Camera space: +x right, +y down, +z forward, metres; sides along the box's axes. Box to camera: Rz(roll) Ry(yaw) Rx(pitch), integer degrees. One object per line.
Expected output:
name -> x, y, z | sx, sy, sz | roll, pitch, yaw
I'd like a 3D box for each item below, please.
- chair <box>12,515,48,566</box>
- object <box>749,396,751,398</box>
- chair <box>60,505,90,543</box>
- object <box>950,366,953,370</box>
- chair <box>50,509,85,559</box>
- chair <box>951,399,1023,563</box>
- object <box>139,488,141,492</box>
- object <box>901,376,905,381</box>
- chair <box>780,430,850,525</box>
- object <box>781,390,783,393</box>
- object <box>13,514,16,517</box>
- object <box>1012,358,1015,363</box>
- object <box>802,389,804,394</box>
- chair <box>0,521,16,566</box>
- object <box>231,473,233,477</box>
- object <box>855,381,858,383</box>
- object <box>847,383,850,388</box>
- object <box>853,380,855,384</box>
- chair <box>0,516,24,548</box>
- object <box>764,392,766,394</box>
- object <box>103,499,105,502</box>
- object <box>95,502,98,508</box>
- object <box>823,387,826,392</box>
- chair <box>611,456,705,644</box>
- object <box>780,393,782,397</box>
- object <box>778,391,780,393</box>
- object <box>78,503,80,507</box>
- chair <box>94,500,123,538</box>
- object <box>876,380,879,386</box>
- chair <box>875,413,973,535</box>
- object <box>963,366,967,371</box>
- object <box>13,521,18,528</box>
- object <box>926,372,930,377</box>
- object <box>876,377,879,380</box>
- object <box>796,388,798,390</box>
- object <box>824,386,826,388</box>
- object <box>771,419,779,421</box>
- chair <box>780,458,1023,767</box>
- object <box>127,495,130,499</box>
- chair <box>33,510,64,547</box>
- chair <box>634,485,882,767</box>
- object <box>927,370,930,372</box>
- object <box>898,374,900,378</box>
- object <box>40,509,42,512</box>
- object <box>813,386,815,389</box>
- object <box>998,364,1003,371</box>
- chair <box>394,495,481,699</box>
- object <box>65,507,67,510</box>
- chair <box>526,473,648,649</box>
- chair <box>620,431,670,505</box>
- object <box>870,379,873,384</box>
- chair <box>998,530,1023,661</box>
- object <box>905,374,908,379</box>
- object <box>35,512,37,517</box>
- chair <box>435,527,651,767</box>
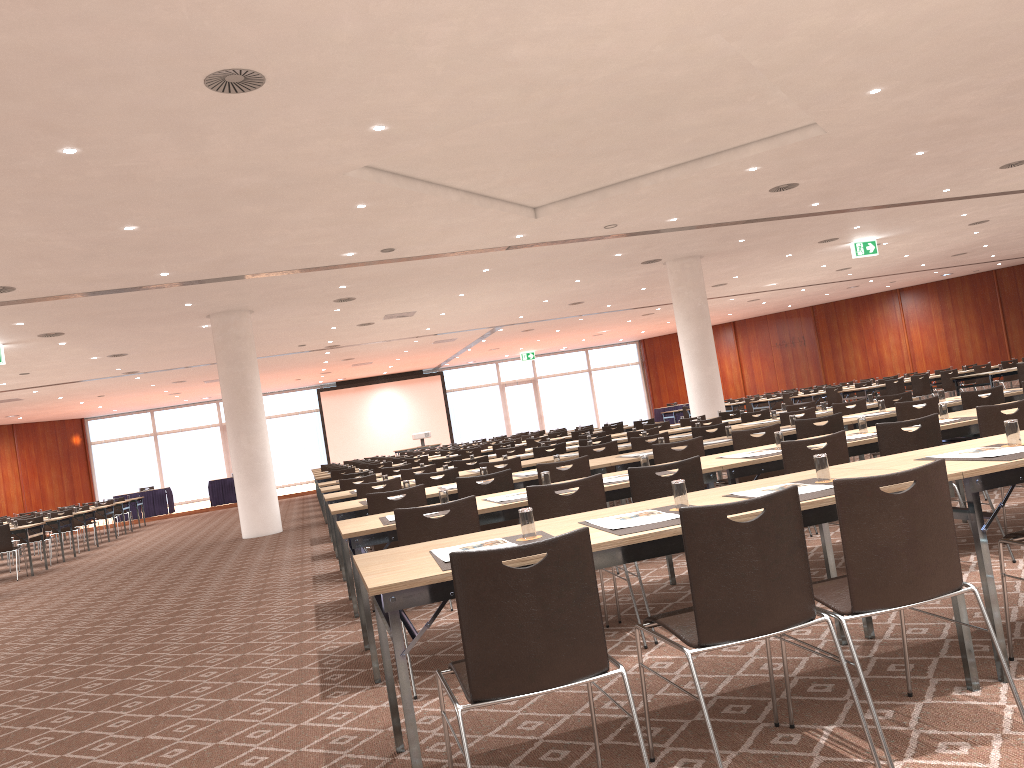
chair -> -9.972, 3.196, 18.262 | 0.535, 0.939, 0.614 | -8, -2, -16
object -> 7.339, 0.417, 27.297 | 0.054, 0.114, 0.054 | -8, -2, -25
chair -> -10.948, 3.518, 22.131 | 0.535, 0.939, 0.614 | -8, -2, -16
object -> 10.901, -0.376, 21.994 | 0.054, 0.114, 0.054 | -10, -2, 20
chair -> -9.344, 3.110, 18.560 | 0.535, 0.939, 0.614 | -8, -2, -16
chair -> 3.077, 0.584, 5.620 | 0.535, 0.939, 0.614 | -8, -2, -15
object -> -11.804, 3.354, 28.113 | 0.054, 0.114, 0.054 | -9, -2, -2
object -> 8.538, -0.116, 19.366 | 0.054, 0.114, 0.054 | -11, -3, 43
chair -> 1.768, 0.776, 5.264 | 0.535, 0.939, 0.614 | -8, -2, -16
object -> 9.067, 0.250, 29.771 | 0.054, 0.114, 0.054 | -11, -3, 43
object -> -13.585, 3.596, 24.216 | 0.054, 0.114, 0.054 | -11, -3, 43
object -> 11.338, -0.530, 20.049 | 0.054, 0.114, 0.054 | -10, -2, 20
object -> 7.634, 0.195, 23.259 | 0.054, 0.114, 0.054 | -8, -2, -25
chair -> -10.593, 3.292, 18.193 | 0.535, 0.939, 0.614 | -8, -2, -14
object -> -9.071, 2.950, 28.782 | 0.054, 0.114, 0.054 | -9, -2, -2
object -> 9.181, -0.033, 23.633 | 0.054, 0.114, 0.054 | -11, -3, 43
object -> 8.085, 0.040, 21.317 | 0.054, 0.114, 0.054 | -11, -3, 43
object -> 9.984, -0.063, 25.885 | 0.054, 0.114, 0.054 | -11, -3, 43
chair -> -12.426, 3.736, 21.770 | 0.535, 0.939, 0.614 | -9, -2, -12
object -> 8.450, 0.341, 29.617 | 0.054, 0.114, 0.054 | -11, -3, 43
object -> -11.393, 3.273, 24.759 | 0.054, 0.114, 0.054 | -8, -2, -25
object -> -9.858, 2.869, 21.027 | 0.054, 0.114, 0.054 | -8, -2, -25
object -> 7.452, 0.133, 21.159 | 0.054, 0.114, 0.054 | -11, -3, 43
chair -> 0.885, 0.908, 5.083 | 0.535, 0.939, 0.614 | -9, -2, -12
object -> 7.007, 0.288, 23.096 | 0.054, 0.114, 0.054 | -8, -2, -25
object -> 8.282, 0.277, 27.515 | 0.054, 0.114, 0.054 | -11, -3, 43
object -> -12.015, 3.365, 24.605 | 0.054, 0.114, 0.054 | -8, -2, -25
chair -> -10.250, 3.421, 22.447 | 0.535, 0.939, 0.614 | -8, -2, -16
object -> 7.915, -0.024, 19.216 | 0.054, 0.114, 0.054 | -11, -3, 43
chair -> 2.425, 0.682, 5.504 | 0.535, 0.939, 0.614 | -9, -2, -13
object -> 10.096, -0.346, 19.760 | 0.054, 0.114, 0.054 | -10, -2, 20
object -> -8.505, 2.402, 15.191 | 0.054, 0.114, 0.054 | -11, -3, 43
object -> 9.161, -0.207, 19.530 | 0.054, 0.114, 0.054 | -11, -3, 43
object -> 9.805, -0.126, 23.779 | 0.054, 0.114, 0.054 | -11, -3, 43
object -> 8.902, 0.186, 27.672 | 0.054, 0.114, 0.054 | -11, -3, 43
object -> 8.262, 0.102, 23.408 | 0.054, 0.114, 0.054 | -8, -2, -25
object -> 3.063, 0.418, 10.322 | 0.102, 0.001, 0.102 | -10, -3, 20
chair -> 1.290, 0.757, 3.092 | 0.535, 0.939, 0.614 | -8, -2, -14
object -> -10.775, 3.182, 24.913 | 0.054, 0.114, 0.054 | -8, -2, -25
chair -> -11.575, 3.614, 22.061 | 0.535, 0.939, 0.614 | -9, -2, -13
chair -> 0.760, 0.837, 2.999 | 0.535, 0.939, 0.614 | -8, -2, -16
object -> 10.270, -0.283, 21.855 | 0.054, 0.114, 0.054 | -10, -2, 20
object -> 10.445, -0.220, 23.941 | 0.054, 0.114, 0.054 | -11, -3, 43
object -> -12.951, 3.503, 24.379 | 0.054, 0.114, 0.054 | -11, -3, 43
object -> 8.727, 0.123, 25.579 | 0.054, 0.114, 0.054 | -11, -3, 43
object -> 8.717, -0.297, 15.827 | 0.054, 0.114, 0.054 | -8, -2, -25
chair -> -0.364, 1.092, 4.778 | 0.535, 0.939, 0.614 | -9, -2, -12
object -> -10.488, 2.961, 20.864 | 0.054, 0.114, 0.054 | -8, -2, -25
chair -> 0.315, 0.990, 4.908 | 0.535, 0.939, 0.614 | -8, -2, -14
chair -> 1.459, 1.002, 9.375 | 0.535, 0.939, 0.614 | -8, -2, -16
object -> 8.711, -0.053, 21.468 | 0.054, 0.114, 0.054 | -11, -3, 43
chair -> 2.286, 0.614, 3.415 | 0.535, 0.939, 0.614 | -9, -2, -11
object -> 9.647, -0.190, 21.703 | 0.054, 0.114, 0.054 | -10, -2, 20
object -> -11.116, 3.054, 20.721 | 0.054, 0.114, 0.054 | -8, -2, -25
chair -> 0.060, 0.939, 2.791 | 0.535, 0.939, 0.614 | -9, -2, -14
